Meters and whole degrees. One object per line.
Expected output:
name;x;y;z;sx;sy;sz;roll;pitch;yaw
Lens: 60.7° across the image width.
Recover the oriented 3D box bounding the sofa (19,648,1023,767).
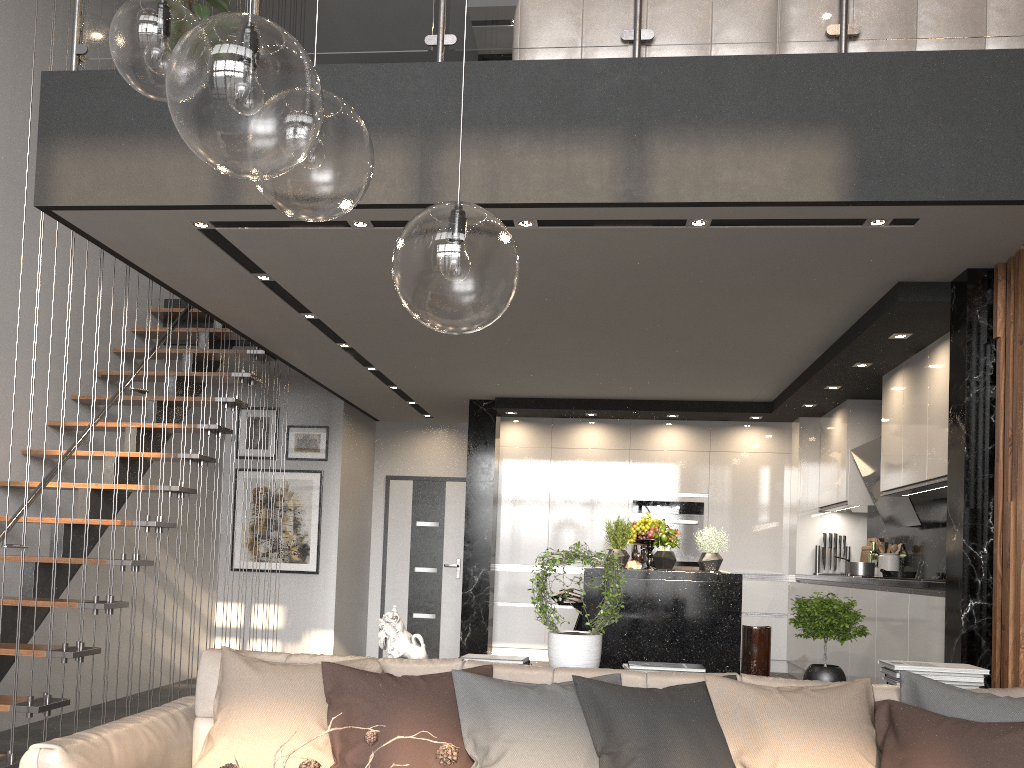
sofa;0.216;1.242;2.289;3.242;0.809;1.910;1;-10;6

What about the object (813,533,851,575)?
object;2.804;1.489;7.650;0.321;0.369;0.067;1;-3;6

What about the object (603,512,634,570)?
object;0.647;0.924;5.233;0.187;0.365;0.197;5;-5;-39

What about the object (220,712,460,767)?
object;-0.313;0.789;1.329;0.544;0.597;0.320;5;-5;-23

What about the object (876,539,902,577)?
object;2.920;1.349;6.772;0.175;0.301;0.160;1;-4;9

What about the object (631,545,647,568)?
object;1.048;1.331;6.978;0.151;0.280;0.202;3;-5;-11

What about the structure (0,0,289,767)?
structure;-2.471;-0.718;5.659;1.178;5.985;3.643;2;-5;6

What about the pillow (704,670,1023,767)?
pillow;1.265;1.161;2.567;1.388;0.541;0.771;-5;-11;36

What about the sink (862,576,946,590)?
sink;2.586;1.110;5.413;0.497;0.539;1.132;1;-10;6

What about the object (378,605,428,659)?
object;-0.431;1.035;3.510;0.207;0.287;0.137;0;-5;25

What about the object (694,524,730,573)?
object;1.184;0.975;5.180;0.221;0.281;0.214;0;-6;19

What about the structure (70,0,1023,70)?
structure;0.290;-1.352;5.350;4.219;0.731;3.437;1;-11;6

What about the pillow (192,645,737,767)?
pillow;-0.103;1.155;2.814;1.940;0.494;0.551;1;-7;5

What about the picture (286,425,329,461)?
picture;-1.963;0.567;8.401;0.409;0.331;0.025;1;-2;6

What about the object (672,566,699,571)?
object;1.313;1.458;6.932;0.290;0.030;0.408;1;-11;6

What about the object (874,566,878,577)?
object;2.927;1.468;7.019;0.180;0.161;0.277;1;-9;6

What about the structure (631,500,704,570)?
structure;1.475;1.465;8.430;0.655;0.625;0.662;1;-7;6

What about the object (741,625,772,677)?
object;0.941;1.065;3.376;0.109;0.265;0.110;1;-4;12

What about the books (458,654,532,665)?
books;-0.069;1.140;3.492;0.348;0.099;0.197;1;-10;6

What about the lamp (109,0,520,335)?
lamp;-0.346;-2.629;1.472;1.231;4.946;1.241;2;-3;3

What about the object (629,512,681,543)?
object;0.889;0.926;5.572;0.347;0.212;0.324;2;-9;3

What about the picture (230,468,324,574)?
picture;-2.255;1.313;8.397;0.871;0.984;0.025;1;-2;6

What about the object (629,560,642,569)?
object;0.801;1.204;5.843;0.131;0.059;0.071;1;-8;6

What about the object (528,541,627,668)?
object;0.251;0.904;3.453;0.386;0.570;0.217;3;-4;-13

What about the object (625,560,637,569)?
object;0.782;1.193;5.793;0.074;0.058;0.061;-2;-8;27

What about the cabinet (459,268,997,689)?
cabinet;1.164;0.867;6.295;3.618;3.200;6.312;1;-9;6

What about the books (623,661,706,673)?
books;0.581;1.144;3.421;0.325;0.098;0.208;1;-10;6

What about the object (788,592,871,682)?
object;1.204;1.000;3.357;0.273;0.404;0.312;5;-7;-34

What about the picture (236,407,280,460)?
picture;-2.456;0.476;8.456;0.409;0.501;0.025;1;-2;6

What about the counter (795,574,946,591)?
counter;2.625;1.351;5.980;0.610;0.039;3.520;1;-11;6

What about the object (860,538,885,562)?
object;3.031;1.464;7.389;0.097;0.326;0.407;2;-8;6

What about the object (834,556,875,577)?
object;2.614;1.387;6.647;0.200;0.151;0.354;3;-10;-3

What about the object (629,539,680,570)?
object;0.874;1.088;5.558;0.370;0.186;0.371;8;-11;-30

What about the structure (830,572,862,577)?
structure;2.670;1.418;6.409;0.509;0.059;0.611;1;-11;6

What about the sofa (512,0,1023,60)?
sofa;1.242;-1.453;4.751;2.275;0.772;2.328;1;-10;6

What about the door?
door;-0.923;2.036;9.456;0.974;2.061;0.171;2;-2;6

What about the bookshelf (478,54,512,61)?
bookshelf;1.411;-1.698;7.822;3.519;2.492;0.250;1;-2;6

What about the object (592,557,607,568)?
object;0.583;1.149;5.622;0.156;0.069;0.157;7;-11;-25

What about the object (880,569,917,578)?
object;2.710;1.351;6.242;0.352;0.060;0.236;5;-11;-15

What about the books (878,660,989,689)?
books;1.567;1.124;3.270;0.332;0.149;0.203;1;-8;7

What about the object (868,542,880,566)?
object;2.947;1.426;7.100;0.089;0.280;0.082;2;-3;6

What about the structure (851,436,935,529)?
structure;2.803;0.536;6.432;0.413;1.019;0.748;2;-5;6

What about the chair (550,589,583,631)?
chair;0.502;1.837;6.182;0.434;0.726;1.759;2;-10;6

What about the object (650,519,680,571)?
object;0.903;0.952;5.184;0.178;0.309;0.174;1;-5;17
